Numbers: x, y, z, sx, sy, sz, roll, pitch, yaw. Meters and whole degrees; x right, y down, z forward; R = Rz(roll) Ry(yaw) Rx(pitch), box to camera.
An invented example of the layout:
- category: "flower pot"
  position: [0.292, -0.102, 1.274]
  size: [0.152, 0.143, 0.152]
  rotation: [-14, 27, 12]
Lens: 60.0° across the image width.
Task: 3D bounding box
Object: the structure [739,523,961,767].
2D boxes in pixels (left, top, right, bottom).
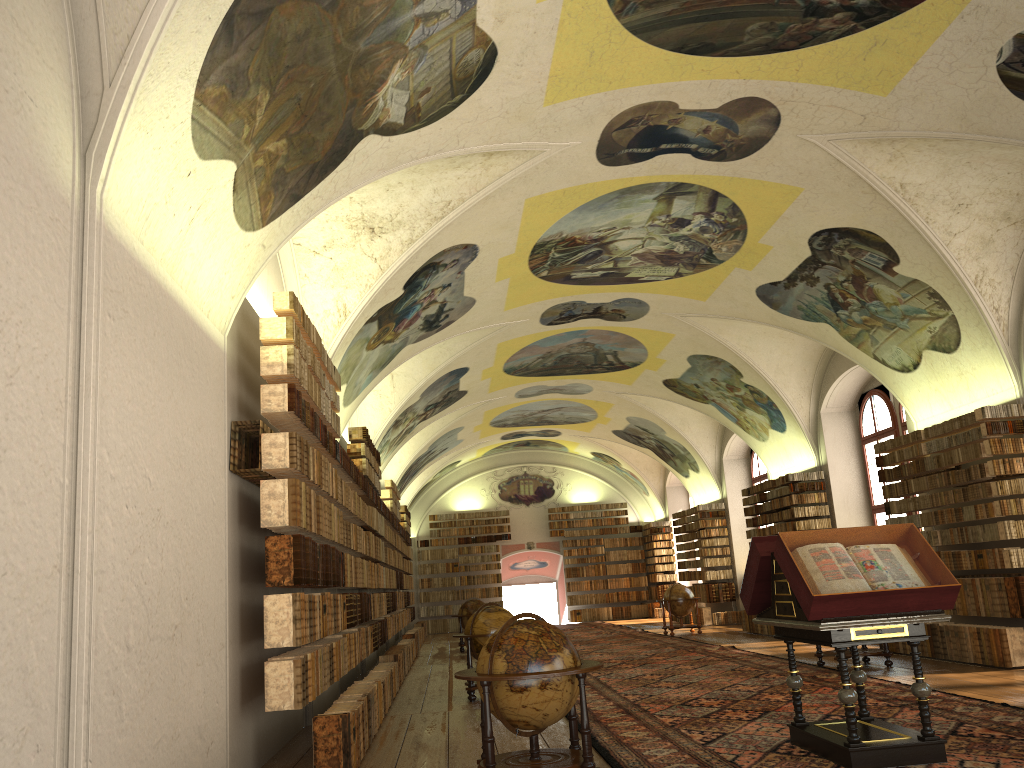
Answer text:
- category: "structure"
  position: [3.013, 2.317, 8.010]
  size: [1.245, 1.973, 1.899]
  rotation: [-3, -12, -5]

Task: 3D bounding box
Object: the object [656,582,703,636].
- category: "object"
  position: [4.780, 6.386, 25.245]
  size: [1.281, 1.443, 1.281]
  rotation: [-13, -15, 37]

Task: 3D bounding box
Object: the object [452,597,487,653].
- category: "object"
  position: [-1.043, 6.703, 24.781]
  size: [1.281, 1.443, 1.281]
  rotation: [-13, -15, 37]

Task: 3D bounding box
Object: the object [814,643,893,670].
- category: "object"
  position: [5.522, 3.901, 14.576]
  size: [1.280, 1.443, 1.282]
  rotation: [7, -16, -41]

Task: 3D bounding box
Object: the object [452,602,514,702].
- category: "object"
  position: [-0.293, 4.215, 14.102]
  size: [1.281, 1.443, 1.282]
  rotation: [-12, -14, 32]

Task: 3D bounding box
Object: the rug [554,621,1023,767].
- category: "rug"
  position: [2.551, 5.492, 17.573]
  size: [4.703, 0.064, 37.059]
  rotation: [-3, -13, -5]

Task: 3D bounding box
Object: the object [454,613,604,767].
- category: "object"
  position: [0.163, 2.692, 7.560]
  size: [1.280, 1.443, 1.282]
  rotation: [7, -16, -41]
